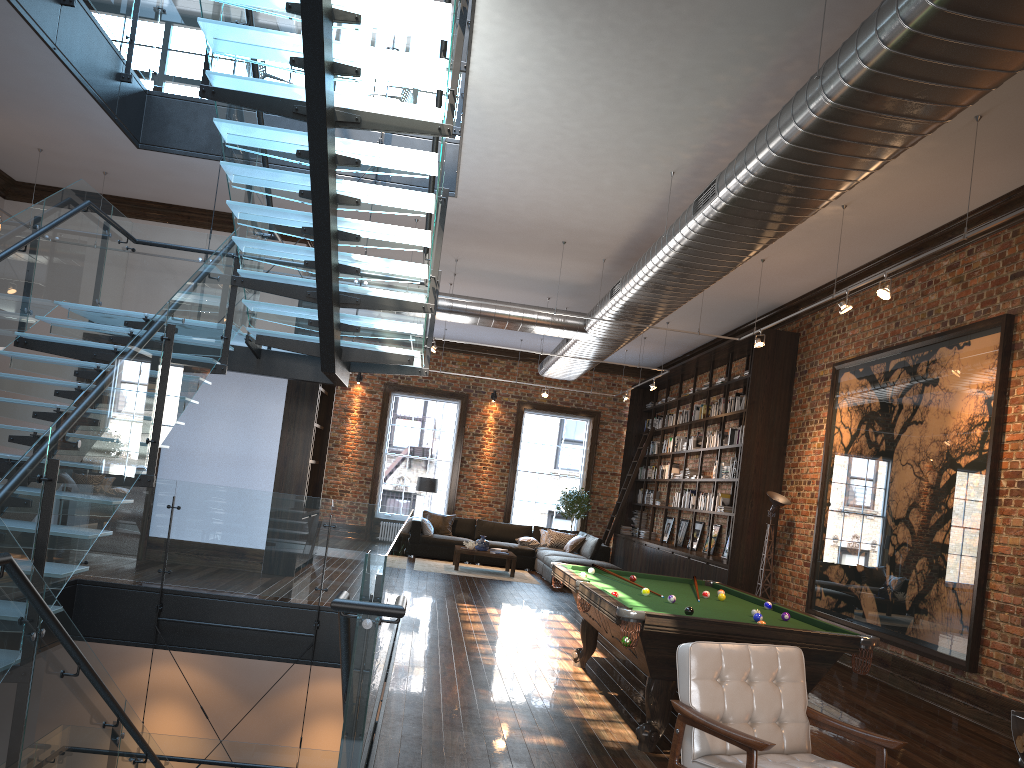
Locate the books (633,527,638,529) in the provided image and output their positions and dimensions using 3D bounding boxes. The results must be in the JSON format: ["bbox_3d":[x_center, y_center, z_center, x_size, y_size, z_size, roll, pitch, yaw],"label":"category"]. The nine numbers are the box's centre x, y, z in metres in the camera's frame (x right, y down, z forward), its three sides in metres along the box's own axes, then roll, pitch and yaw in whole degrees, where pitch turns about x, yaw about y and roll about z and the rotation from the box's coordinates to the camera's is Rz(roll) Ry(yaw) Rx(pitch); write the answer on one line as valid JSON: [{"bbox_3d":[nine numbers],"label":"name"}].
[{"bbox_3d":[2.712,3.085,18.913,0.208,0.014,0.345,8,-7,-6],"label":"books"}]

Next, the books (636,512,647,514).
[{"bbox_3d":[2.730,2.747,18.918,0.240,0.007,0.320,8,-7,-9],"label":"books"}]

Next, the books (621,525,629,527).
[{"bbox_3d":[2.441,3.043,18.944,0.184,0.008,0.307,7,-7,-2],"label":"books"}]

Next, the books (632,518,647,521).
[{"bbox_3d":[2.713,2.896,18.912,0.261,0.028,0.317,8,-7,-5],"label":"books"}]

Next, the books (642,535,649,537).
[{"bbox_3d":[2.755,3.083,17.993,0.229,0.008,0.331,8,-7,-7],"label":"books"}]

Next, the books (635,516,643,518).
[{"bbox_3d":[2.758,2.847,18.918,0.176,0.008,0.357,8,-7,-6],"label":"books"}]

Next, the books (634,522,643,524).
[{"bbox_3d":[2.737,2.970,18.913,0.189,0.012,0.323,8,-7,-6],"label":"books"}]

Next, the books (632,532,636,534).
[{"bbox_3d":[2.691,3.187,18.908,0.204,0.016,0.353,8,-7,-9],"label":"books"}]

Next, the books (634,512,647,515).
[{"bbox_3d":[2.745,2.764,18.919,0.207,0.021,0.248,8,-7,-10],"label":"books"}]

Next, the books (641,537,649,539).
[{"bbox_3d":[2.746,3.128,17.990,0.229,0.008,0.332,7,-7,-1],"label":"books"}]

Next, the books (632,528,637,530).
[{"bbox_3d":[2.697,3.106,18.911,0.220,0.012,0.344,7,-7,-1],"label":"books"}]

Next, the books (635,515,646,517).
[{"bbox_3d":[2.743,2.816,18.917,0.208,0.009,0.346,8,-7,-7],"label":"books"}]

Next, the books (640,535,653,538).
[{"bbox_3d":[2.749,3.098,17.992,0.227,0.007,0.372,8,-7,-8],"label":"books"}]

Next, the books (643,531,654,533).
[{"bbox_3d":[2.765,3.000,17.996,0.227,0.007,0.371,7,-7,-2],"label":"books"}]

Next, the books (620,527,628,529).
[{"bbox_3d":[2.417,3.078,18.941,0.149,0.005,0.320,8,-7,-6],"label":"books"}]

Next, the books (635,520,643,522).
[{"bbox_3d":[2.742,2.925,18.914,0.164,0.006,0.353,8,-7,-10],"label":"books"}]

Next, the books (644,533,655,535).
[{"bbox_3d":[2.764,3.039,17.995,0.227,0.007,0.370,8,-7,-6],"label":"books"}]

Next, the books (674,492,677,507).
[{"bbox_3d":[3.066,2.117,16.178,0.180,0.274,0.013,7,-2,-5],"label":"books"}]

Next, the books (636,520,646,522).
[{"bbox_3d":[2.739,2.918,18.914,0.190,0.009,0.358,7,-7,-2],"label":"books"}]

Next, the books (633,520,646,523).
[{"bbox_3d":[2.715,2.932,18.912,0.238,0.015,0.250,7,-7,-3],"label":"books"}]

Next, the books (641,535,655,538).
[{"bbox_3d":[2.754,3.091,17.992,0.229,0.008,0.331,7,-7,-2],"label":"books"}]

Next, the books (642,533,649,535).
[{"bbox_3d":[2.759,3.046,17.994,0.229,0.008,0.331,7,-7,-2],"label":"books"}]

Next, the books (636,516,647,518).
[{"bbox_3d":[2.747,2.831,18.917,0.204,0.020,0.319,8,-7,-4],"label":"books"}]

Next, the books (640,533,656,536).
[{"bbox_3d":[2.755,3.053,17.994,0.229,0.008,0.332,8,-7,-8],"label":"books"}]

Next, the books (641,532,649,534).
[{"bbox_3d":[2.752,3.030,17.994,0.228,0.008,0.334,7,-7,1],"label":"books"}]

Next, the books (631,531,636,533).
[{"bbox_3d":[2.680,3.158,18.908,0.241,0.023,0.263,7,-7,0],"label":"books"}]

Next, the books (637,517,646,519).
[{"bbox_3d":[2.739,2.852,18.916,0.209,0.007,0.308,7,-7,-2],"label":"books"}]

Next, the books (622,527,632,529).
[{"bbox_3d":[2.448,3.073,18.944,0.200,0.011,0.220,7,-7,0],"label":"books"}]

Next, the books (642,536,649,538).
[{"bbox_3d":[2.755,3.106,17.992,0.229,0.008,0.330,8,-7,-6],"label":"books"}]

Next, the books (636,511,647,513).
[{"bbox_3d":[2.769,2.730,18.922,0.178,0.013,0.359,7,-7,-2],"label":"books"}]

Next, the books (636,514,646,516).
[{"bbox_3d":[2.752,2.797,18.918,0.184,0.030,0.266,7,-7,1],"label":"books"}]

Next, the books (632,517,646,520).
[{"bbox_3d":[2.717,2.873,18.913,0.241,0.019,0.229,8,-7,-9],"label":"books"}]

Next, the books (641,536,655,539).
[{"bbox_3d":[2.757,3.114,17.992,0.229,0.008,0.329,8,-7,-5],"label":"books"}]

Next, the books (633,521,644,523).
[{"bbox_3d":[2.726,2.949,18.912,0.209,0.015,0.308,8,-7,-7],"label":"books"}]

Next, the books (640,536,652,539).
[{"bbox_3d":[2.754,3.122,17.991,0.227,0.007,0.370,8,-7,-4],"label":"books"}]

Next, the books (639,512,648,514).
[{"bbox_3d":[2.770,2.743,18.921,0.180,0.012,0.308,8,-7,-6],"label":"books"}]

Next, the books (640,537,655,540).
[{"bbox_3d":[2.742,3.135,17.990,0.229,0.008,0.332,8,-7,-9],"label":"books"}]

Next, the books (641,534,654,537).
[{"bbox_3d":[2.759,3.077,17.994,0.227,0.007,0.370,8,-7,-4],"label":"books"}]

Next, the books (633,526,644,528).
[{"bbox_3d":[2.705,3.053,18.913,0.211,0.019,0.343,7,-7,0],"label":"books"}]

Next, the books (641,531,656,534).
[{"bbox_3d":[2.754,3.006,17.995,0.227,0.007,0.373,8,-7,-10],"label":"books"}]

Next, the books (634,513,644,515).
[{"bbox_3d":[2.730,2.776,18.917,0.251,0.006,0.272,8,-7,-6],"label":"books"}]

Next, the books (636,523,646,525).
[{"bbox_3d":[2.726,2.980,18.916,0.208,0.009,0.345,8,-7,-4],"label":"books"}]

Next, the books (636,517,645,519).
[{"bbox_3d":[2.753,2.863,18.917,0.172,0.010,0.327,7,-7,-1],"label":"books"}]

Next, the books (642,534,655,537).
[{"bbox_3d":[2.759,3.069,17.994,0.229,0.008,0.330,8,-7,-4],"label":"books"}]

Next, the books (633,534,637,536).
[{"bbox_3d":[2.697,3.224,18.908,0.198,0.035,0.219,7,-7,-1],"label":"books"}]

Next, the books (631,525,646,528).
[{"bbox_3d":[2.694,3.038,18.912,0.246,0.008,0.309,8,-7,-8],"label":"books"}]

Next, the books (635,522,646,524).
[{"bbox_3d":[2.713,2.957,18.911,0.220,0.006,0.352,7,-7,0],"label":"books"}]

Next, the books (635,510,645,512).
[{"bbox_3d":[2.749,2.716,18.920,0.208,0.010,0.353,7,-7,0],"label":"books"}]

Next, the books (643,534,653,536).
[{"bbox_3d":[2.754,3.061,17.994,0.227,0.007,0.372,7,-7,-1],"label":"books"}]

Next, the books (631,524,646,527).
[{"bbox_3d":[2.702,3.025,18.913,0.250,0.020,0.319,8,-7,-5],"label":"books"}]

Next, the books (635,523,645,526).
[{"bbox_3d":[2.726,3.001,18.916,0.183,0.033,0.272,7,-7,1],"label":"books"}]

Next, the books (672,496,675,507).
[{"bbox_3d":[3.056,2.172,16.333,0.178,0.204,0.068,8,-3,-5],"label":"books"}]

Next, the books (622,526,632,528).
[{"bbox_3d":[2.449,3.058,18.944,0.199,0.020,0.213,7,-7,0],"label":"books"}]

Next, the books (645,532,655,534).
[{"bbox_3d":[2.769,3.016,17.996,0.229,0.008,0.329,8,-7,-5],"label":"books"}]
